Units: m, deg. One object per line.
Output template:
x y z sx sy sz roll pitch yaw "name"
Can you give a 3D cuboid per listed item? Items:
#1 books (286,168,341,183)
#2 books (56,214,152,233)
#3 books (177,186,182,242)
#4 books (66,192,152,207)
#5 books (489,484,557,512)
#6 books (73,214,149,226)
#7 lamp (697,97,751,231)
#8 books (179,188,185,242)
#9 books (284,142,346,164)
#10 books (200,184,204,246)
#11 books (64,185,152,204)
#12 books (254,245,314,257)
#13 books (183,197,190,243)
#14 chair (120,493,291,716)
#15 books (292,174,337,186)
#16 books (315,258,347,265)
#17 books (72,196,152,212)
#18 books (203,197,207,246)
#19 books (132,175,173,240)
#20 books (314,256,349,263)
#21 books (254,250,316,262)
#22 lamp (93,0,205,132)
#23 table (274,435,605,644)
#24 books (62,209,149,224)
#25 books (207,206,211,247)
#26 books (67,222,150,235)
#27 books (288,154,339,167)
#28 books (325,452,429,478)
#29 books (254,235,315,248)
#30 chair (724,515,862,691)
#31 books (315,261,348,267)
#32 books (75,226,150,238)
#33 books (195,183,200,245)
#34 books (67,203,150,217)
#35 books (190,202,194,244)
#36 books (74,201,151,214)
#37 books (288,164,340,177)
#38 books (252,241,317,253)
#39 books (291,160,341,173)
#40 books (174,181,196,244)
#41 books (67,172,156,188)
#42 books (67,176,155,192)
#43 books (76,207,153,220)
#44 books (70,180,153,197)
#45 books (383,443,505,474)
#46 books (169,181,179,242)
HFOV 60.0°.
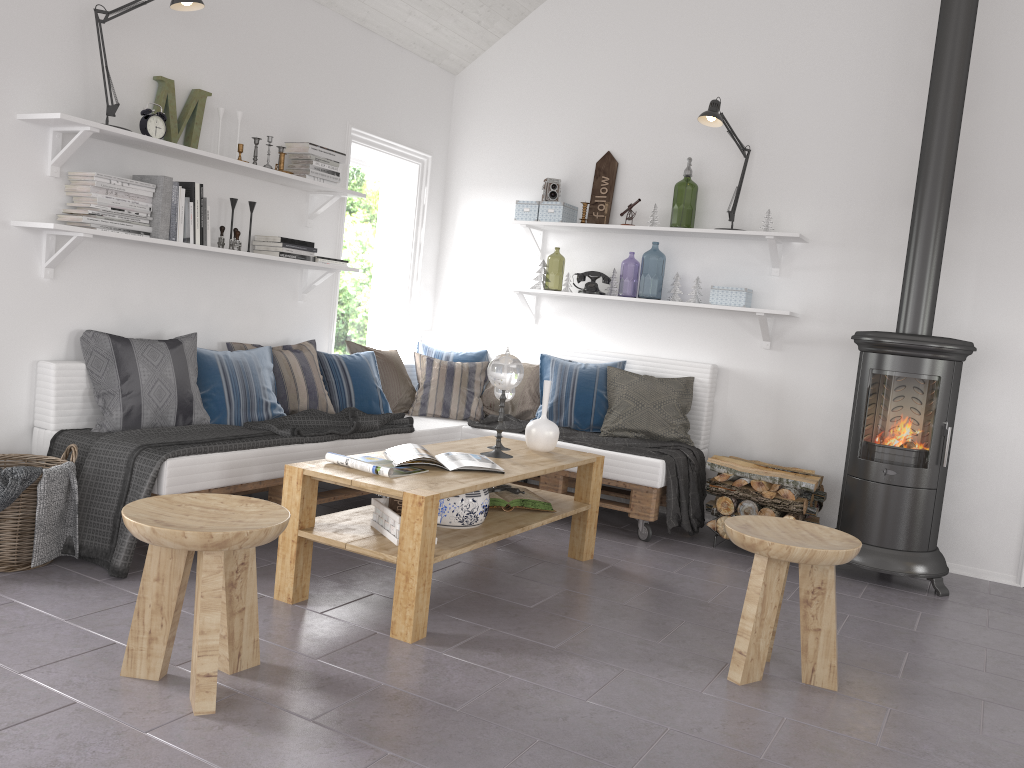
-1.058 -1.108 4.721 0.172 0.032 0.239 8 5 29 "books"
-1.706 -0.672 3.722 0.176 0.025 0.331 8 5 29 "books"
-1.545 -0.756 3.931 0.205 0.243 0.019 8 5 29 "books"
-1.699 -0.777 3.739 0.182 0.016 0.288 8 5 29 "books"
-0.066 0.477 3.838 0.445 0.079 0.301 4 5 -21 "books"
-1.691 -0.691 3.744 0.161 0.013 0.254 8 5 29 "books"
1.171 -1.192 4.856 0.439 0.703 0.196 2 6 -41 "lamp"
-1.537 -0.753 3.947 0.200 0.236 0.031 8 5 29 "books"
-1.046 -1.228 4.720 0.176 0.053 0.290 8 5 29 "books"
-1.485 -0.774 4.040 0.210 0.274 0.048 8 5 29 "books"
-1.698 -0.798 3.734 0.180 0.028 0.296 8 5 29 "books"
-1.179 -0.690 4.601 0.191 0.023 0.242 8 5 27 "books"
-1.496 -0.732 3.959 0.141 0.203 0.044 8 5 29 "books"
-0.844 0.581 2.415 0.431 0.479 0.431 8 5 26 "chair"
-1.077 -1.077 4.717 0.172 0.032 0.239 8 5 29 "books"
-1.050 -0.673 4.847 0.187 0.014 0.248 8 5 27 "books"
-1.685 -0.759 3.742 0.167 0.017 0.263 8 5 29 "books"
-1.464 -0.745 4.058 0.171 0.219 0.047 8 5 29 "books"
-1.575 -0.768 3.865 0.200 0.271 0.050 8 5 29 "books"
-1.054 -0.686 4.852 0.202 0.012 0.251 8 5 30 "books"
-1.184 -0.663 4.614 0.191 0.032 0.258 9 5 31 "books"
-1.520 -1.375 3.666 0.439 0.703 0.196 4 5 -26 "lamp"
-0.206 0.547 3.622 0.607 0.485 1.457 8 5 29 "table"
-1.711 -0.706 3.735 0.182 0.016 0.288 8 5 29 "books"
-1.452 -0.729 4.083 0.152 0.185 0.045 8 5 29 "books"
-1.694 -0.652 3.729 0.159 0.012 0.285 8 5 29 "books"
-1.052 -1.187 4.712 0.161 0.027 0.223 8 5 29 "books"
-0.489 0.286 3.225 0.300 0.043 0.229 9 5 33 "books"
-1.179 -0.738 4.599 0.190 0.028 0.239 9 5 31 "books"
0.890 0.720 2.918 0.431 0.479 0.431 8 5 25 "chair"
-1.049 -0.659 4.852 0.187 0.014 0.253 8 5 29 "books"
-1.691 -0.640 3.745 0.161 0.012 0.254 8 5 29 "books"
-1.495 -0.772 4.019 0.200 0.272 0.054 8 5 29 "books"
-1.694 -0.731 3.727 0.159 0.012 0.285 8 5 29 "books"
-1.482 -0.724 3.979 0.125 0.185 0.042 8 5 29 "books"
-1.682 -0.743 3.733 0.161 0.012 0.254 8 5 29 "books"
-1.054 -1.136 4.724 0.152 0.024 0.238 8 5 29 "books"
-1.180 -0.713 4.611 0.212 0.023 0.258 8 5 29 "books"
-1.047 -1.162 4.739 0.161 0.026 0.223 8 5 29 "books"
-1.501 -0.773 4.001 0.200 0.274 0.038 8 5 29 "books"
-1.672 -0.852 3.710 0.182 0.016 0.288 8 5 29 "books"
-1.680 -0.838 3.722 0.182 0.016 0.288 8 5 29 "books"
-1.678 -0.718 3.743 0.161 0.013 0.256 8 5 29 "books"
-1.682 -0.820 3.725 0.174 0.021 0.273 8 5 29 "books"
-0.268 0.286 3.442 0.422 0.049 0.300 5 5 -16 "books"
-1.551 -0.762 3.907 0.193 0.257 0.046 8 5 29 "books"
